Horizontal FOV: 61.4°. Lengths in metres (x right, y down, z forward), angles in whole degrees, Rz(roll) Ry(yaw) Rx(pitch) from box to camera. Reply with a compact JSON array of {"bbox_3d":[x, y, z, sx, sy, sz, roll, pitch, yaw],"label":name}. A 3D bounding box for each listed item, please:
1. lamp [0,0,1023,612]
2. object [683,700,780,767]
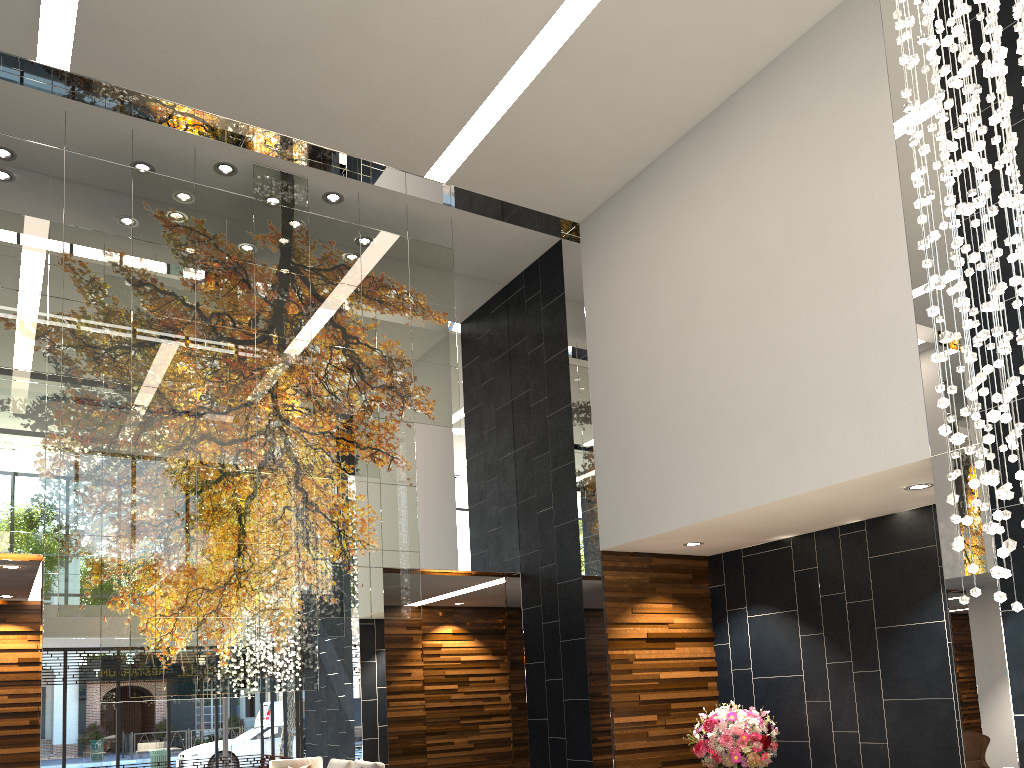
[{"bbox_3d":[-5.066,-41.301,13.034,398.744,108.795,421.506,-1,-19,-6],"label":"lamp"},{"bbox_3d":[1.881,2.999,7.258,0.701,0.645,0.683,9,-18,-39],"label":"object"}]
